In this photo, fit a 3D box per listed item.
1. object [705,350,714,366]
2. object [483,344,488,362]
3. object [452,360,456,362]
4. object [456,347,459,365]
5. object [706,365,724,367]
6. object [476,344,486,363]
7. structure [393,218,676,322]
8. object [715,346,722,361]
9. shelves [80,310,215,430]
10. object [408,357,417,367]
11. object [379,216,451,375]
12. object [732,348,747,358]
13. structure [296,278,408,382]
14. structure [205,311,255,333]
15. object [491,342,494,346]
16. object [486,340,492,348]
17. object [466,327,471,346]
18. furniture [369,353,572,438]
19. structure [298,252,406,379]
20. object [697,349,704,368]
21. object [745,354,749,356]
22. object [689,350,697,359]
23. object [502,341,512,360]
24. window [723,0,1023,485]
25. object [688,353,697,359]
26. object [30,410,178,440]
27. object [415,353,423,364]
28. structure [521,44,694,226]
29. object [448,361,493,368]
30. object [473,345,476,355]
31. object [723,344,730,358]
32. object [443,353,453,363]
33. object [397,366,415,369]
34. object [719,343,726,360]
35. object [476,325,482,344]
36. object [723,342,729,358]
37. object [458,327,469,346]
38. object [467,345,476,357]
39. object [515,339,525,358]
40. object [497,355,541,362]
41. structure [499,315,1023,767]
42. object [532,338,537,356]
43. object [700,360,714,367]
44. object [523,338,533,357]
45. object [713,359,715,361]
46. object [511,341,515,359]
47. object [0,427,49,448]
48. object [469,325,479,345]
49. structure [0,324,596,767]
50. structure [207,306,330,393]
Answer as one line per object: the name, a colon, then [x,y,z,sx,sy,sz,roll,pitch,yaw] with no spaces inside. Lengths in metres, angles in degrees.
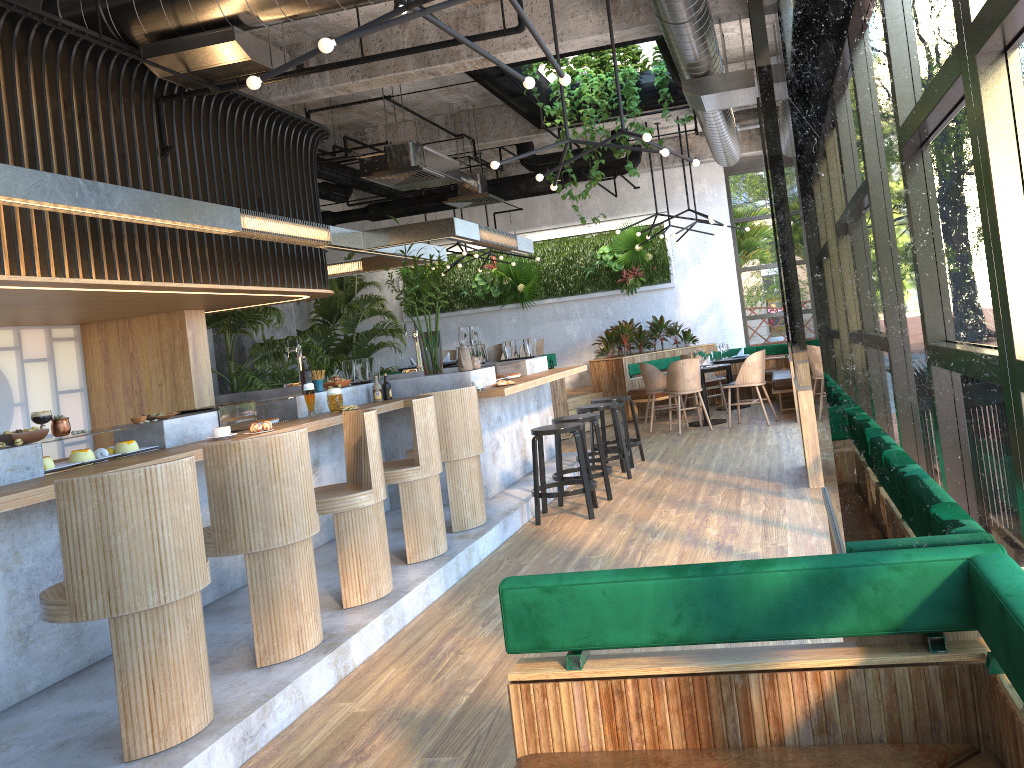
object: [2.640,-0.343,11.847,0.111,0.209,0.100,-7,-1,-36]
object: [-0.315,-0.326,9.583,0.104,0.209,0.107,-7,0,9]
object: [-0.822,-0.315,12.232,0.249,0.019,0.161,-6,3,14]
object: [-0.555,-0.294,9.529,0.106,0.209,0.105,-7,0,-1]
object: [2.653,-0.240,11.663,0.165,0.019,0.243,-9,3,-30]
object: [-0.335,-0.319,9.472,0.104,0.209,0.107,-7,0,9]
structure: [0.307,-1.992,15.341,4.957,1.493,0.827,-7,0,10]
object: [3.062,-0.455,13.141,0.111,0.209,0.100,-7,-1,-41]
shelves: [-3.262,0.390,8.065,1.087,2.055,0.286,-7,-1,12]
object: [-1.336,-0.300,12.076,0.230,0.139,0.236,-7,2,8]
object: [-0.776,-0.705,7.714,0.653,1.549,0.603,-7,-1,20]
object: [3.423,-0.470,13.380,0.234,0.139,0.232,-7,2,-2]
structure: [-2.867,-0.770,14.767,1.395,3.360,2.106,-7,0,30]
structure: [-3.957,-0.319,11.068,1.324,2.977,1.552,-7,0,23]
object: [-2.004,-0.385,11.647,0.102,0.501,7.758,-7,2,26]
object: [-0.386,-0.608,14.911,0.093,0.245,0.092,-7,-1,-2]
object: [-0.498,-0.516,9.632,0.106,0.209,0.105,-7,0,-1]
furniture: [-1.104,0.311,13.158,2.827,1.135,4.618,-8,3,-20]
structure: [-2.572,-0.719,15.115,1.867,3.256,1.650,-7,0,12]
object: [2.503,-0.339,11.743,0.095,0.245,0.089,-7,-1,-18]
object: [3.515,-0.438,13.629,0.249,0.019,0.161,-6,3,14]
object: [2.399,-0.326,11.740,0.091,0.245,0.094,-7,-1,9]
object: [-0.047,-0.350,9.436,0.104,0.209,0.107,-7,0,9]
window: [-0.188,-2.090,5.151,4.047,6.490,20.851,-7,2,17]
object: [2.416,-0.315,11.858,0.103,0.209,0.108,-7,0,14]
object: [-2.066,0.160,4.599,0.204,0.134,0.829,-6,3,23]
object: [-2.344,-0.264,9.948,0.101,0.502,4.340,-8,2,32]
structure: [0.746,-2.994,10.142,3.135,2.346,1.527,-8,1,-40]
object: [-0.438,-0.212,9.557,0.428,0.018,0.279,-6,3,13]
object: [-0.416,-0.315,9.615,0.106,0.209,0.105,-7,0,-1]
object: [3.303,-0.510,13.686,0.111,0.209,0.100,-7,-1,-41]
object: [-0.914,-0.348,11.983,0.221,0.139,0.244,-6,2,37]
object: [-1.394,-0.227,11.856,0.249,0.019,0.161,-6,3,14]
object: [3.151,-0.490,13.270,0.093,0.245,0.092,-7,-1,-2]
object: [-0.389,-0.528,9.598,0.106,0.209,0.105,-7,0,-1]
object: [3.259,-0.515,13.519,0.093,0.245,0.092,-7,-1,-2]
object: [-0.525,-0.508,9.521,0.106,0.209,0.105,-7,0,-1]
object: [-0.441,-0.307,9.506,0.106,0.209,0.105,-7,0,-1]
object: [0.086,-0.369,9.474,0.101,0.209,0.110,-7,0,29]
object: [0.086,-0.271,9.446,0.428,0.018,0.279,-6,3,13]
structure: [-0.961,0.490,5.313,5.895,1.548,20.598,-6,3,17]
object: [0.215,-0.386,9.498,0.101,0.209,0.110,-7,0,29]
object: [2.616,-0.308,12.036,0.221,0.139,0.245,-6,2,40]
object: [0.173,-0.376,9.394,0.101,0.209,0.110,-7,0,29]
object: [2.943,-0.350,13.253,0.249,0.019,0.161,-6,3,14]
object: [-0.020,-0.359,9.550,0.104,0.209,0.107,-7,0,9]
object: [-2.221,0.239,3.980,0.185,0.073,0.236,-6,3,35]
object: [-0.411,-0.521,9.508,0.106,0.209,0.105,-7,0,-1]
structure: [-2.996,0.585,6.664,5.716,1.729,7.296,-6,3,15]
structure: [-3.479,-0.529,11.419,2.015,3.132,3.009,-7,1,26]
